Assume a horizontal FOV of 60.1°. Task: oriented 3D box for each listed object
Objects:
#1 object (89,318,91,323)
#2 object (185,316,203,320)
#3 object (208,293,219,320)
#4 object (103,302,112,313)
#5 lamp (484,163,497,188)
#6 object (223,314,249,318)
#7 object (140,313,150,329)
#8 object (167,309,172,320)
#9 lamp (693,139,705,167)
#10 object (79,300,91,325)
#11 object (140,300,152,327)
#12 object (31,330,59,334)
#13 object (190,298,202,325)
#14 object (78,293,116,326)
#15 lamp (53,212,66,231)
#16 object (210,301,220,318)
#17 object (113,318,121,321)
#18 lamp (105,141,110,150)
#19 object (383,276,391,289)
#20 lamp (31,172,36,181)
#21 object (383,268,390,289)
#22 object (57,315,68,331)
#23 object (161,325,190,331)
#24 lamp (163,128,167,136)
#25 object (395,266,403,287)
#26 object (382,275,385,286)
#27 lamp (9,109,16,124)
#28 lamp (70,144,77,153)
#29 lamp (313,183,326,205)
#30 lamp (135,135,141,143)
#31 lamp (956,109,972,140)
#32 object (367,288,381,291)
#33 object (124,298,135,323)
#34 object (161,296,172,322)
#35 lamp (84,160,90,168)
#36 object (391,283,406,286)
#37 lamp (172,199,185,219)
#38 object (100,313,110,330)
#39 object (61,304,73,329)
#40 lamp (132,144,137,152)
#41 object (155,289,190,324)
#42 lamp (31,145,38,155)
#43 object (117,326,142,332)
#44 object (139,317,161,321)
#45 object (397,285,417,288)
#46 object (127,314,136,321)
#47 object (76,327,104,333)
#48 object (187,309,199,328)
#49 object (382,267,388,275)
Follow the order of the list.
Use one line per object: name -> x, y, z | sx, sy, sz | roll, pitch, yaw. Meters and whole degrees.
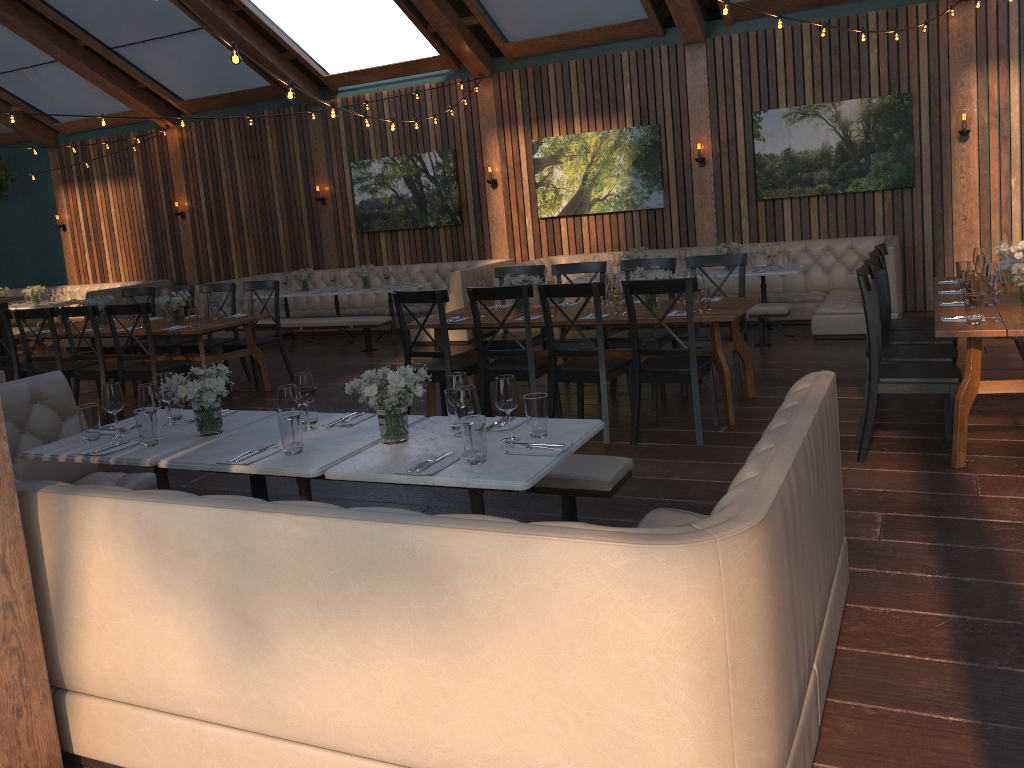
object -> -4.340, -0.717, 9.157 | 0.092, 0.157, 0.092 | -12, 11, -37
object -> -3.160, -0.648, 8.635 | 0.157, 0.019, 0.258 | 0, 13, 26
object -> -2.798, -0.726, 8.298 | 0.093, 0.242, 0.092 | -12, 10, -38
object -> -3.816, -0.651, 8.378 | 0.092, 0.242, 0.093 | -2, 9, 23
lamp -> -0.274, -2.713, 11.506 | 0.146, 0.317, 0.180 | -1, 10, 26
object -> -2.632, -0.644, 8.380 | 0.157, 0.019, 0.258 | 0, 13, 26
object -> -3.327, -0.578, 8.016 | 0.092, 0.157, 0.092 | -12, 11, -37
object -> -3.329, -0.710, 8.669 | 0.092, 0.157, 0.092 | -6, 9, -7
lamp -> 2.190, -2.696, 10.323 | 0.146, 0.317, 0.180 | -1, 10, 26
object -> -4.346, -0.729, 9.003 | 0.092, 0.242, 0.093 | -4, 8, 6
object -> -3.370, -0.644, 8.148 | 0.092, 0.242, 0.093 | -1, 9, 29
object -> -4.501, -0.512, 8.561 | 0.157, 0.019, 0.258 | 0, 13, 26
object -> -2.827, -0.646, 7.914 | 0.092, 0.242, 0.093 | -1, 9, 29
object -> -4.066, -0.727, 8.706 | 0.329, 0.306, 0.340 | -1, 10, 21
lamp -> -7.722, -2.765, 15.082 | 0.146, 0.317, 0.180 | -1, 10, 26
object -> -2.817, -0.701, 8.399 | 0.092, 0.157, 0.092 | -10, 10, -27
object -> -4.171, -0.654, 9.115 | 0.157, 0.019, 0.258 | 0, 13, 26
lamp -> -5.585, -3.297, 12.210 | 0.056, 0.120, 0.057 | -4, 8, 8
object -> -1.503, -1.228, 10.704 | 0.092, 0.157, 0.093 | -3, 9, 12
lamp -> -6.746, -2.925, 12.467 | 0.056, 0.120, 0.057 | -5, 8, 3
object -> -1.528, -1.289, 10.805 | 0.092, 0.242, 0.093 | -1, 9, 29
object -> -4.317, -0.590, 8.517 | 0.092, 0.157, 0.092 | 3, 12, 42
object -> -2.969, -0.502, 7.831 | 0.157, 0.019, 0.258 | 0, 13, 26
lamp -> -5.355, -3.882, 13.636 | 0.057, 0.119, 0.056 | -11, 10, -34
object -> -1.390, -1.330, 10.946 | 0.092, 0.242, 0.093 | -8, 9, -16
object -> -1.594, -1.320, 11.203 | 0.092, 0.157, 0.093 | -3, 9, 12
lamp -> -4.201, -2.245, 7.433 | 0.056, 0.120, 0.057 | -9, 9, -23
lamp -> -5.682, -3.053, 11.477 | 0.068, 0.116, 0.057 | -2, 9, 23
lamp -> -2.769, -2.730, 12.704 | 0.146, 0.317, 0.180 | -1, 10, 26
lamp -> -5.456, -3.573, 12.922 | 0.056, 0.117, 0.065 | 1, 10, 34
lamp -> 4.669, -2.678, 9.133 | 0.146, 0.317, 0.180 | -1, 10, 26
object -> -1.661, -1.150, 10.739 | 0.157, 0.019, 0.258 | 0, 13, 26
object -> -3.790, -0.732, 8.775 | 0.092, 0.242, 0.093 | -2, 9, 23
object -> -3.326, -0.724, 8.517 | 0.092, 0.242, 0.093 | -8, 9, -21
lamp -> -6.229, -3.223, 12.967 | 0.066, 0.117, 0.057 | -5, 8, 2
object -> -1.424, -1.262, 11.187 | 0.157, 0.019, 0.258 | 0, 13, 26
lamp -> -5.245, -2.748, 13.892 | 0.146, 0.317, 0.180 | -1, 10, 26
object -> -3.785, -0.587, 8.263 | 0.092, 0.157, 0.092 | 0, 10, 32
object -> -4.347, -0.656, 8.643 | 0.092, 0.242, 0.093 | -8, 9, -16
lamp -> -5.740, -3.585, 13.440 | 0.056, 0.114, 0.074 | 0, 10, 32
object -> -3.133, -0.714, 8.226 | 0.330, 0.306, 0.338 | -10, 11, -26
lamp -> -5.796, -2.839, 10.748 | 0.060, 0.118, 0.056 | -12, 11, -40
object -> -3.493, -0.506, 8.085 | 0.157, 0.019, 0.258 | 0, 13, 26
object -> -3.642, -0.649, 8.874 | 0.157, 0.019, 0.258 | 0, 13, 26
object -> -1.297, -1.199, 10.818 | 0.255, 0.019, 0.159 | 0, 13, 26
object -> -3.823, -0.711, 8.876 | 0.092, 0.157, 0.092 | -12, 11, -37
object -> -3.949, -0.512, 8.317 | 0.157, 0.019, 0.258 | 0, 13, 26
object -> -2.795, -0.577, 7.775 | 0.092, 0.157, 0.092 | -10, 10, -27
object -> -1.576, -1.343, 11.091 | 0.092, 0.242, 0.093 | -8, 9, -16
